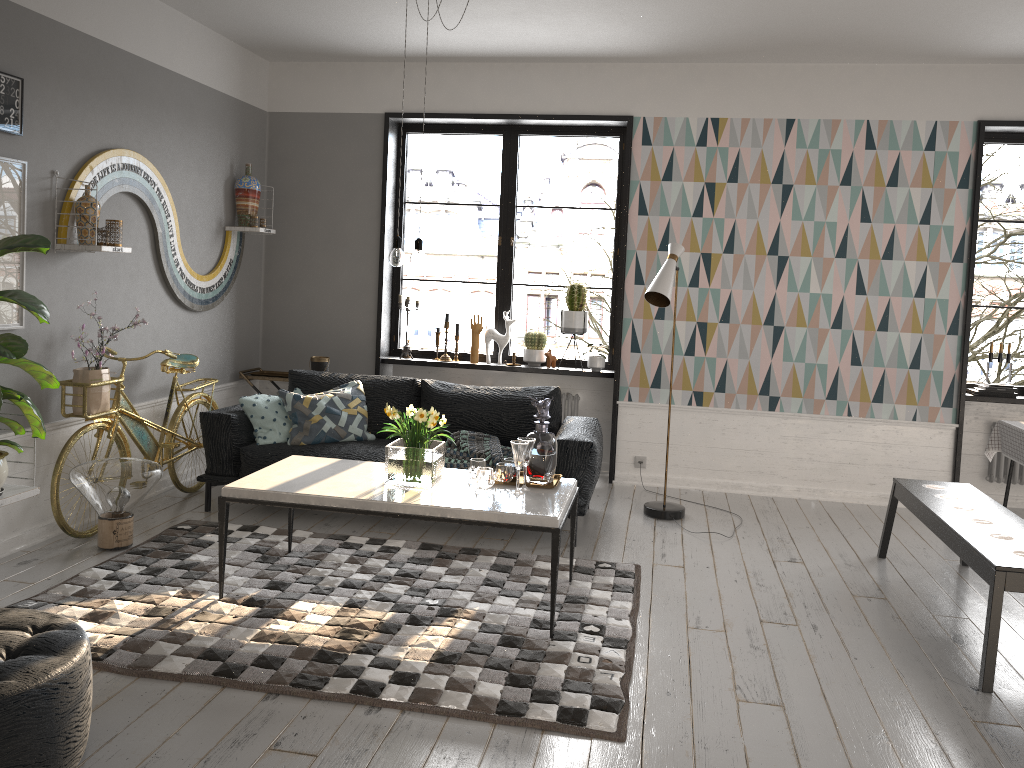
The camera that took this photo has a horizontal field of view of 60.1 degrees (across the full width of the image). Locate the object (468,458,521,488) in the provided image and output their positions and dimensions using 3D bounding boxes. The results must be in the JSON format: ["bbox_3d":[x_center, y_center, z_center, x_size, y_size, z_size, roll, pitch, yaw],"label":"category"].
[{"bbox_3d":[-0.062,0.408,4.048,0.246,0.087,0.281,1,7,-12],"label":"object"}]

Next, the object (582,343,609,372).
[{"bbox_3d":[0.608,-0.192,6.398,0.171,0.203,0.247,4,5,12],"label":"object"}]

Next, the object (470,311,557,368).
[{"bbox_3d":[0.012,-0.337,6.582,0.663,0.408,0.135,4,3,11],"label":"object"}]

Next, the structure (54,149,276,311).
[{"bbox_3d":[-2.015,-0.906,5.442,0.267,0.951,2.032,3,6,10],"label":"structure"}]

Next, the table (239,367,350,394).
[{"bbox_3d":[-1.609,0.251,6.528,0.743,0.677,0.340,4,4,10],"label":"table"}]

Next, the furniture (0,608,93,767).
[{"bbox_3d":[-1.568,0.903,2.450,0.735,0.355,0.740,2,6,-3],"label":"furniture"}]

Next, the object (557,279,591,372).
[{"bbox_3d":[0.453,-0.437,6.441,0.235,0.668,0.229,1,4,-20],"label":"object"}]

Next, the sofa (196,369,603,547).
[{"bbox_3d":[-0.632,0.384,5.376,2.341,0.794,0.974,4,5,9],"label":"sofa"}]

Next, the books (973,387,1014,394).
[{"bbox_3d":[3.275,0.043,6.023,0.216,0.011,0.175,4,7,15],"label":"books"}]

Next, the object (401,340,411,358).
[{"bbox_3d":[-0.806,-0.277,6.805,0.084,0.151,0.085,4,4,14],"label":"object"}]

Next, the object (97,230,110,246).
[{"bbox_3d":[-2.166,-0.771,4.689,0.062,0.081,0.063,1,5,-14],"label":"object"}]

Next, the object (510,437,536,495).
[{"bbox_3d":[0.044,0.360,3.886,0.082,0.226,0.168,4,5,21],"label":"object"}]

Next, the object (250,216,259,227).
[{"bbox_3d":[-1.808,-1.136,6.204,0.060,0.079,0.060,3,4,-1],"label":"object"}]

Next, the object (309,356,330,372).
[{"bbox_3d":[-1.400,-0.115,6.436,0.141,0.160,0.139,-2,6,-42],"label":"object"}]

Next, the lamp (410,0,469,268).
[{"bbox_3d":[-0.154,-1.200,3.321,0.074,1.530,1.403,1,5,-21],"label":"lamp"}]

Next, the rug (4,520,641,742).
[{"bbox_3d":[-0.730,0.936,3.873,2.528,0.034,1.779,4,7,10],"label":"rug"}]

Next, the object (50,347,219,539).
[{"bbox_3d":[-2.071,0.257,5.093,0.426,0.965,1.635,3,6,1],"label":"object"}]

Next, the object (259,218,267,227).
[{"bbox_3d":[-1.763,-1.141,6.265,0.050,0.058,0.050,3,5,0],"label":"object"}]

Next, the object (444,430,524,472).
[{"bbox_3d":[-0.089,0.479,4.986,0.666,0.327,0.493,3,6,5],"label":"object"}]

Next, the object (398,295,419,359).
[{"bbox_3d":[-0.811,-0.435,6.717,0.145,0.488,0.163,-1,5,-44],"label":"object"}]

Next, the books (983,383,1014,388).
[{"bbox_3d":[3.301,0.010,6.006,0.154,0.016,0.124,4,7,11],"label":"books"}]

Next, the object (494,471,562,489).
[{"bbox_3d":[0.063,0.440,4.089,0.318,0.015,0.248,4,7,10],"label":"object"}]

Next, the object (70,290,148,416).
[{"bbox_3d":[-2.097,-0.172,4.669,0.254,0.638,0.489,4,5,27],"label":"object"}]

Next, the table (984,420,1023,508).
[{"bbox_3d":[2.901,0.715,3.908,0.932,0.780,2.035,3,6,9],"label":"table"}]

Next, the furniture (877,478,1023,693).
[{"bbox_3d":[2.113,0.831,4.023,0.466,0.453,1.677,3,7,10],"label":"furniture"}]

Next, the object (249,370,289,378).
[{"bbox_3d":[-1.745,-0.072,6.539,0.318,0.015,0.248,4,7,10],"label":"object"}]

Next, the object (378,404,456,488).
[{"bbox_3d":[-0.440,0.263,3.978,0.352,0.349,0.326,4,5,12],"label":"object"}]

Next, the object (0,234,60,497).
[{"bbox_3d":[-2.260,-0.083,3.831,0.567,1.145,0.417,-1,5,-41],"label":"object"}]

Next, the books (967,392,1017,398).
[{"bbox_3d":[3.263,0.072,6.024,0.268,0.011,0.162,4,7,13],"label":"books"}]

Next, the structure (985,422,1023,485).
[{"bbox_3d":[3.918,0.514,6.068,1.223,0.426,0.149,4,3,8],"label":"structure"}]

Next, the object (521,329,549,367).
[{"bbox_3d":[0.172,-0.276,6.604,0.234,0.282,0.214,1,5,-16],"label":"object"}]

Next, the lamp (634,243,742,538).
[{"bbox_3d":[1.164,-0.038,5.692,0.680,1.695,1.251,3,4,8],"label":"lamp"}]

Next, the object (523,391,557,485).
[{"bbox_3d":[0.137,0.243,4.078,0.148,0.415,0.156,5,4,29],"label":"object"}]

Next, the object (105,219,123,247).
[{"bbox_3d":[-2.092,-0.791,4.650,0.086,0.139,0.086,3,4,2],"label":"object"}]

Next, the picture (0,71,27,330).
[{"bbox_3d":[-1.010,-0.267,0.320,4.041,1.786,7.329,4,7,10],"label":"picture"}]

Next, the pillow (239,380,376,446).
[{"bbox_3d":[-1.245,0.171,5.421,0.798,0.360,0.446,2,5,-8],"label":"pillow"}]

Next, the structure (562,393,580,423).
[{"bbox_3d":[-0.065,0.248,6.765,1.223,0.426,0.149,4,3,8],"label":"structure"}]

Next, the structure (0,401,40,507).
[{"bbox_3d":[-2.541,0.426,2.719,0.308,0.484,2.789,3,7,10],"label":"structure"}]

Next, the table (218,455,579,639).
[{"bbox_3d":[-0.470,0.695,3.977,1.456,0.509,0.735,4,6,10],"label":"table"}]

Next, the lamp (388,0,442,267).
[{"bbox_3d":[-0.236,-1.190,3.208,0.074,1.530,1.403,1,5,-21],"label":"lamp"}]

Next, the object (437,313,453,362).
[{"bbox_3d":[-0.494,-0.358,6.665,0.123,0.374,0.123,3,3,14],"label":"object"}]

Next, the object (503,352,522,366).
[{"bbox_3d":[0.015,-0.186,6.579,0.123,0.098,0.123,6,6,32],"label":"object"}]

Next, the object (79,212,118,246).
[{"bbox_3d":[-2.103,-0.785,4.503,0.060,0.165,0.197,6,6,43],"label":"object"}]

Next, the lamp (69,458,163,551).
[{"bbox_3d":[-1.991,0.602,4.450,0.434,0.436,0.433,7,6,40],"label":"lamp"}]

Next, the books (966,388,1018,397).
[{"bbox_3d":[3.267,0.057,6.030,0.271,0.019,0.184,4,7,9],"label":"books"}]

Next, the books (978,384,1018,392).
[{"bbox_3d":[3.298,0.029,6.012,0.198,0.022,0.163,4,7,11],"label":"books"}]

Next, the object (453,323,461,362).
[{"bbox_3d":[-0.418,-0.322,6.704,0.076,0.299,0.076,5,4,40],"label":"object"}]
